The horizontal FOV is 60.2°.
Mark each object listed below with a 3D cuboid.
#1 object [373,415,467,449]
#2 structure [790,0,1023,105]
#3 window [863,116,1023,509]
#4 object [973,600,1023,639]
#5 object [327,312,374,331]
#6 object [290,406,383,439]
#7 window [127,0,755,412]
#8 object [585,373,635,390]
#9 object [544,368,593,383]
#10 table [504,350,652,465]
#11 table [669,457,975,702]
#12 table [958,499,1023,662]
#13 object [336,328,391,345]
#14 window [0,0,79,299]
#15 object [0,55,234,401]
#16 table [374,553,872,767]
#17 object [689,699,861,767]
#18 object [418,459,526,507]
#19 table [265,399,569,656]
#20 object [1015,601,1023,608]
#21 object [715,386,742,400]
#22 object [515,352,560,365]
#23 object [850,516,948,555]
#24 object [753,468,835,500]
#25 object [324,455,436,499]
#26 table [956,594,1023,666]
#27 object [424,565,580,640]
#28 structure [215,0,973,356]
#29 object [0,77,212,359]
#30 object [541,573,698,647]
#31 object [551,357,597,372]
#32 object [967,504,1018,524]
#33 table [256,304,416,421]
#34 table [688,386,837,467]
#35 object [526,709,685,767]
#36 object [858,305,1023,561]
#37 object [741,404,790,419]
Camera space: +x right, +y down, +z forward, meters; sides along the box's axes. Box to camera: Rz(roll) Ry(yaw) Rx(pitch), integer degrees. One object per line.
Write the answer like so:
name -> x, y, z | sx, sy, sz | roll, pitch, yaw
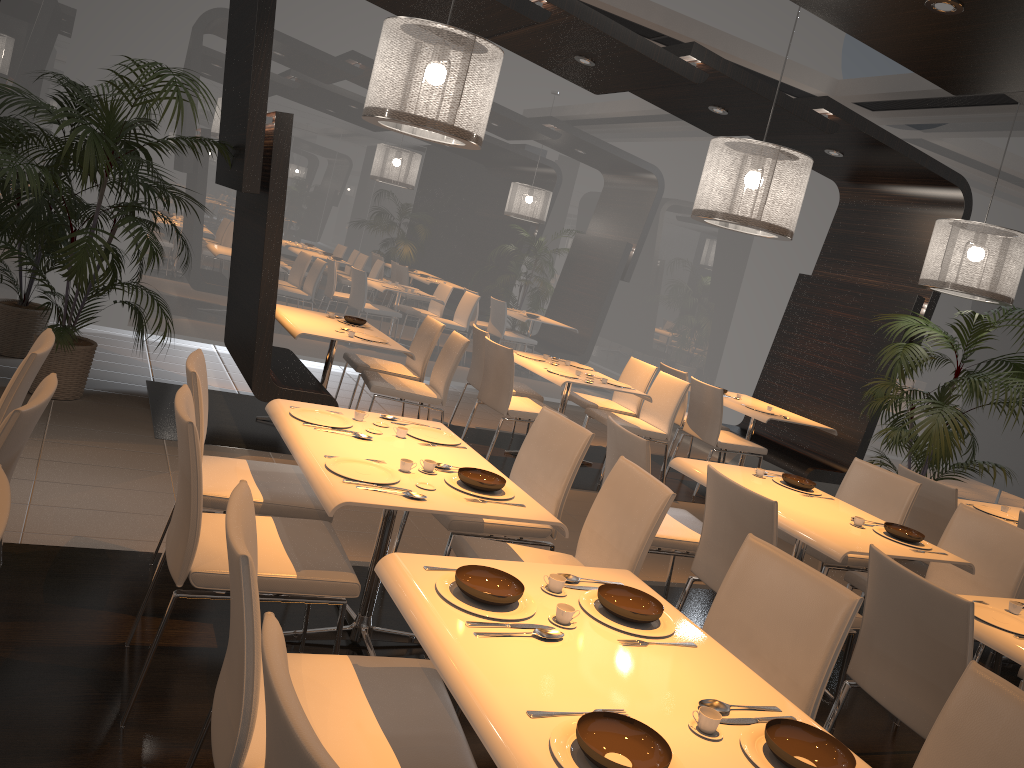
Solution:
object -> -0.381, 0.176, 3.551 | 0.333, 0.037, 0.382 | 8, 11, -37
structure -> 0.333, -1.119, 2.392 | 10.597, 1.726, 2.941 | 10, 8, -26
window -> 4.919, -0.348, 7.069 | 0.070, 3.953, 6.671 | 12, 7, -27
object -> 1.693, 0.789, 2.927 | 0.332, 0.037, 0.382 | 9, 10, -32
object -> -1.175, -0.464, 6.414 | 0.301, 0.044, 0.370 | 10, 9, -27
object -> -0.661, 0.136, 3.356 | 0.332, 0.037, 0.382 | 9, 10, -32
window -> -0.049, -1.864, 8.868 | 6.539, 3.957, 0.071 | 10, 5, -26
object -> 0.731, -0.033, 6.728 | 0.333, 0.037, 0.382 | 8, 11, -37
object -> 0.440, -0.072, 6.505 | 0.332, 0.037, 0.382 | 9, 10, -32
table -> 0.380, 0.243, 6.922 | 0.795, 0.721, 1.163 | 11, 8, -26
table -> 1.398, 0.924, 4.133 | 1.046, 0.721, 1.163 | 11, 8, -26
table -> 3.053, 1.215, 4.934 | 0.795, 0.721, 1.163 | 11, 8, -26
object -> -0.996, -0.333, 5.873 | 0.333, 0.037, 0.382 | 8, 11, -37
window -> -6.389, -2.966, 5.733 | 6.539, 3.957, 0.071 | 10, 5, -26
object -> -2.503, -0.908, 5.231 | 1.551, 2.048, 1.525 | 10, 7, -33
table -> 0.166, 0.962, 1.879 | 0.795, 0.721, 1.163 | 11, 8, -26
object -> 0.516, 0.685, 1.667 | 0.301, 0.044, 0.370 | 10, 9, -27
object -> -0.142, 0.319, 2.985 | 0.301, 0.044, 0.370 | 10, 9, -27
table -> -0.475, 0.599, 3.202 | 0.795, 0.721, 1.163 | 11, 8, -26
object -> 1.961, 0.832, 3.079 | 0.333, 0.037, 0.382 | 8, 11, -37
object -> 1.885, 0.069, 7.917 | 0.301, 0.044, 0.370 | 10, 9, -27
object -> 0.218, -0.213, 7.064 | 0.332, 0.037, 0.382 | 9, 10, -32
object -> 1.649, 0.638, 3.822 | 0.301, 0.044, 0.370 | 10, 9, -27
object -> 1.384, 0.482, 4.404 | 0.301, 0.044, 0.370 | 10, 9, -27
object -> -0.410, 0.282, 2.805 | 0.332, 0.037, 0.382 | 9, 10, -32
table -> 1.905, 1.264, 2.739 | 0.795, 0.721, 1.163 | 11, 8, -26
object -> -0.019, 0.491, 2.061 | 0.301, 0.044, 0.370 | 10, 9, -27
structure -> 0.848, -1.654, 6.757 | 5.897, 1.718, 1.420 | 10, 7, -26
object -> -3.138, -1.201, 6.107 | 1.574, 2.048, 1.502 | 17, 6, 25
object -> 0.250, 0.539, 2.188 | 0.301, 0.044, 0.370 | 10, 9, -27
object -> 0.493, -0.178, 7.287 | 0.333, 0.037, 0.382 | 8, 11, -37
object -> 2.859, 0.750, 5.084 | 0.332, 0.037, 0.382 | 9, 10, -32
table -> -1.288, -0.049, 6.110 | 0.795, 0.721, 1.163 | 11, 8, -26
table -> 2.058, 0.536, 7.744 | 0.795, 0.721, 1.163 | 11, 8, -26
object -> 0.223, 0.637, 1.499 | 0.301, 0.044, 0.370 | 10, 9, -27
object -> 3.264, 0.314, 6.650 | 1.499, 2.048, 1.578 | 13, 6, -13
object -> 2.131, 0.219, 7.360 | 0.332, 0.037, 0.382 | 9, 10, -32
